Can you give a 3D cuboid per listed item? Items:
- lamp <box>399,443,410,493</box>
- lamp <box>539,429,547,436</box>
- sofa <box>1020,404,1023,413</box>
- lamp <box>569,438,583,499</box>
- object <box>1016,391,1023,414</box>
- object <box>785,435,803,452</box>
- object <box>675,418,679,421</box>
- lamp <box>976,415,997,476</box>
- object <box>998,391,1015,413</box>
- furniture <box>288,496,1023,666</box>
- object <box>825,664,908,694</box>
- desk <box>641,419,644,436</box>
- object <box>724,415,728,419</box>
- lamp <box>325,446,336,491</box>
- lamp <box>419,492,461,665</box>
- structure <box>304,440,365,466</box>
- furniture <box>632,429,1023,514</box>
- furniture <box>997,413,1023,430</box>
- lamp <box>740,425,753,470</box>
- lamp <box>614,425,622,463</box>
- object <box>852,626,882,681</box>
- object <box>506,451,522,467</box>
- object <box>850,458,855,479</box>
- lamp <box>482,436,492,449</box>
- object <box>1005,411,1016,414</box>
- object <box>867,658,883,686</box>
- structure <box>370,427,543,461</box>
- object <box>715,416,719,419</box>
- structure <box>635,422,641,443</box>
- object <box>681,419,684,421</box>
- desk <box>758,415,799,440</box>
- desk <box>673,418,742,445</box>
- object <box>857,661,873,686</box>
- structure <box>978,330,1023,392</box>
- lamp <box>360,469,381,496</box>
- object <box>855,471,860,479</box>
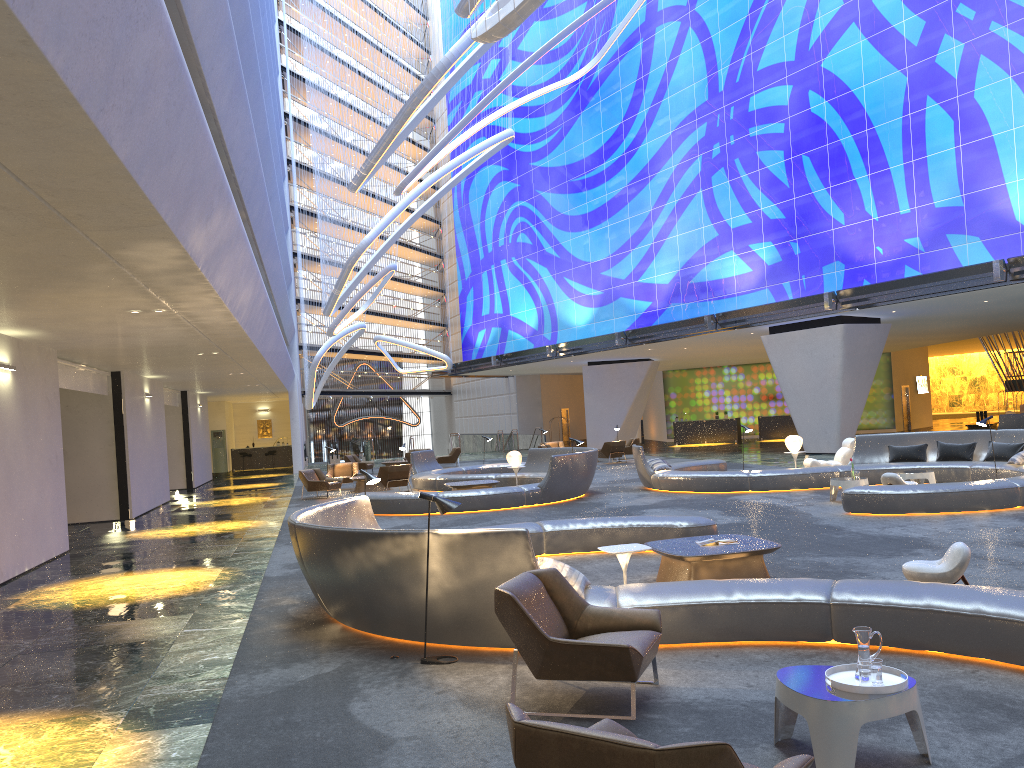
[{"bbox_3d":[-2.810,2.199,23.250,0.202,1.300,0.384,-4,0,4],"label":"lamp"},{"bbox_3d":[1.176,2.298,32.930,0.384,1.300,0.202,-4,0,5],"label":"lamp"},{"bbox_3d":[22.892,1.173,38.000,1.063,1.179,3.417,-4,-2,13],"label":"sofa"},{"bbox_3d":[1.366,1.770,18.692,0.384,1.300,0.202,-4,0,5],"label":"lamp"},{"bbox_3d":[24.011,0.962,40.997,1.205,1.664,0.476,-4,0,-3],"label":"object"},{"bbox_3d":[6.361,1.345,20.001,0.366,0.387,0.318,-3,-1,-30],"label":"object"},{"bbox_3d":[7.759,1.683,41.706,0.149,0.149,0.149,-4,-1,22],"label":"object"},{"bbox_3d":[8.464,1.213,15.740,0.384,1.300,0.202,-4,0,-19],"label":"lamp"},{"bbox_3d":[22.961,1.035,41.151,0.476,1.664,1.204,-4,-1,42],"label":"object"},{"bbox_3d":[1.012,1.501,6.929,5.182,0.969,9.938,-3,-2,-16],"label":"furniture"},{"bbox_3d":[1.749,1.454,4.378,0.381,0.038,0.381,-3,-2,-21],"label":"object"},{"bbox_3d":[7.862,2.866,57.354,2.980,1.097,0.813,-5,-1,26],"label":"desk"},{"bbox_3d":[9.858,1.519,40.796,0.150,0.145,0.150,-4,-1,21],"label":"object"},{"bbox_3d":[-5.273,2.446,25.738,0.384,1.300,0.202,-4,0,5],"label":"lamp"},{"bbox_3d":[-0.541,1.457,6.717,0.384,1.300,0.202,-4,0,-13],"label":"lamp"},{"bbox_3d":[-10.831,7.523,54.245,3.015,8.237,19.848,-4,-2,-13],"label":"structure"},{"bbox_3d":[6.203,1.562,17.666,5.182,0.969,9.939,-3,-2,-21],"label":"furniture"},{"bbox_3d":[17.848,1.160,26.943,9.928,0.969,5.188,-4,-2,4],"label":"furniture"},{"bbox_3d":[5.356,1.573,20.220,0.201,1.300,0.384,-4,0,-37],"label":"lamp"},{"bbox_3d":[3.640,2.052,30.443,0.202,1.300,0.384,-4,0,4],"label":"lamp"},{"bbox_3d":[1.767,1.344,4.425,0.130,0.252,0.103,-3,0,-30],"label":"object"},{"bbox_3d":[0.052,1.786,21.128,0.367,0.387,0.318,-4,-1,-5],"label":"object"},{"bbox_3d":[5.743,1.424,14.924,0.076,0.356,0.066,-4,0,45],"label":"object"},{"bbox_3d":[-0.745,2.192,26.666,0.384,1.300,0.202,-4,0,5],"label":"lamp"},{"bbox_3d":[15.788,1.041,28.070,0.318,0.387,0.367,-4,-1,-5],"label":"object"},{"bbox_3d":[1.777,1.407,4.328,0.071,0.118,0.071,-3,-1,-45],"label":"object"},{"bbox_3d":[-4.657,7.231,56.071,9.300,8.397,19.752,-3,-2,-13],"label":"structure"},{"bbox_3d":[9.474,1.548,40.932,0.150,0.145,0.150,-4,-1,21],"label":"object"},{"bbox_3d":[6.569,2.092,46.817,1.021,2.051,0.773,-3,0,-34],"label":"structure"},{"bbox_3d":[7.988,1.685,41.613,0.108,0.108,0.111,-4,-1,22],"label":"object"},{"bbox_3d":[12.944,1.945,40.822,2.980,1.097,0.813,-4,-1,24],"label":"desk"},{"bbox_3d":[9.110,2.209,41.385,2.980,1.097,0.813,-5,-1,26],"label":"desk"},{"bbox_3d":[1.708,1.410,4.286,0.071,0.118,0.071,-3,-1,-30],"label":"object"},{"bbox_3d":[27.275,-1.552,32.196,11.976,6.246,16.505,-3,-2,-13],"label":"structure"},{"bbox_3d":[-1.694,1.671,10.608,0.384,1.300,0.201,-4,0,37],"label":"lamp"},{"bbox_3d":[5.852,1.540,15.039,0.071,0.118,0.151,-4,-1,-2],"label":"object"}]
